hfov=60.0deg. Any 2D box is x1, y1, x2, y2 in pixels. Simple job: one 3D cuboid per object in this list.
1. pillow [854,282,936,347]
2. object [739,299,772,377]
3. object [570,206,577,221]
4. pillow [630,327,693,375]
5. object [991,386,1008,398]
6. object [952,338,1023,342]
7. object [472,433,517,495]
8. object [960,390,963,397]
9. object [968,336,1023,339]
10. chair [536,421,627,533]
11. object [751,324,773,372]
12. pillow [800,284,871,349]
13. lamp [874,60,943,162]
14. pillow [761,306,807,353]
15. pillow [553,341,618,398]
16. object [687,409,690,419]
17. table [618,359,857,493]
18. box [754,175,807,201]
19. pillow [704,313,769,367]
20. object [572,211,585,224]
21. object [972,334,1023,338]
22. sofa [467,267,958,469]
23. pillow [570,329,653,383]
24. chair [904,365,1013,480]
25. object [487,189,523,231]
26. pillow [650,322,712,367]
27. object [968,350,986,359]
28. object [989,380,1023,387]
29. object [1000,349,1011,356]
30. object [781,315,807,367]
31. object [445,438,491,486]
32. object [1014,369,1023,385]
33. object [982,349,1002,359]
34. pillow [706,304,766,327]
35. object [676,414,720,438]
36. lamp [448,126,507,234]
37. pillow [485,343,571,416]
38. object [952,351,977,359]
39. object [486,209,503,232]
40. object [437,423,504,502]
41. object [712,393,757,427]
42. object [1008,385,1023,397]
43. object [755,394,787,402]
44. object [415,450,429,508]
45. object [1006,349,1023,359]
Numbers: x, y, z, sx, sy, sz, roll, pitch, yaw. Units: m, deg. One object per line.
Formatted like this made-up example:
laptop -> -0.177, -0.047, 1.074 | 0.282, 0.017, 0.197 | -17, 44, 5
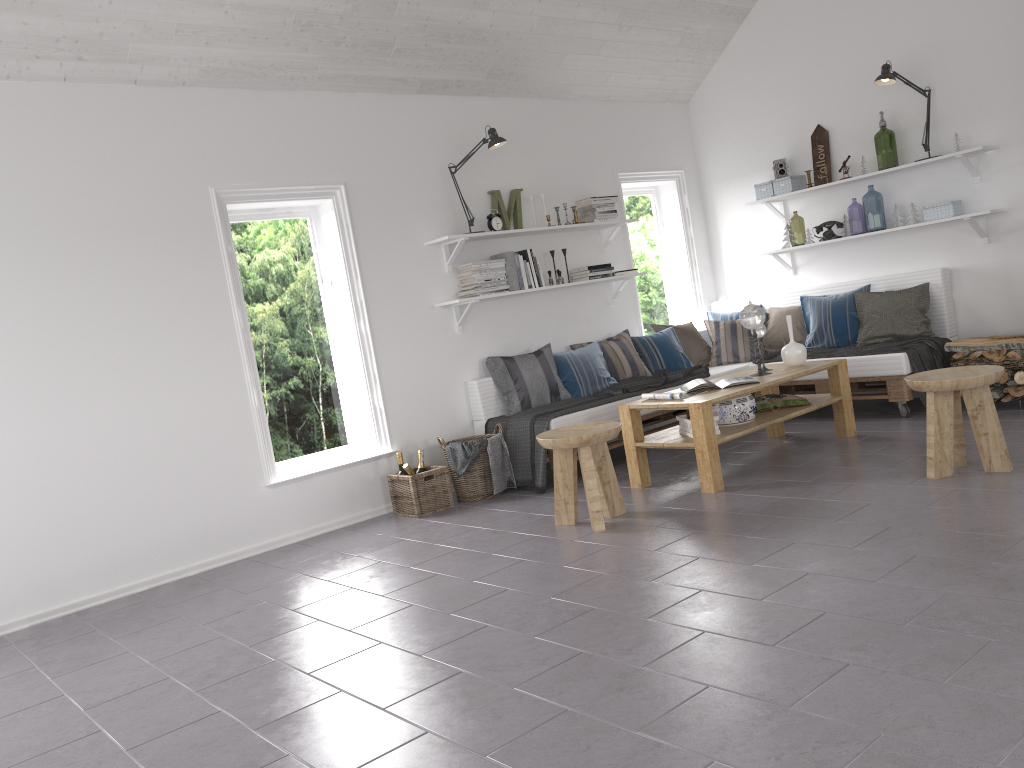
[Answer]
pillow -> 2.677, -0.480, 6.225 | 0.519, 0.395, 0.334 | -7, 5, 29
object -> 1.485, -0.286, 5.416 | 0.155, 0.468, 0.155 | -7, 5, 30
object -> 0.465, -1.243, 6.552 | 0.055, 0.153, 0.055 | -8, 5, 19
pillow -> 1.135, -0.209, 6.812 | 0.523, 0.408, 0.341 | -11, 5, -23
object -> 3.205, 0.013, 5.699 | 0.562, 0.056, 0.097 | -13, 6, -39
object -> 3.100, -0.265, 5.676 | 0.095, 0.074, 0.562 | -13, 6, -38
object -> -0.201, 0.509, 5.579 | 0.349, 0.356, 0.290 | -5, 6, 45
object -> 3.103, 0.013, 5.904 | 0.561, 0.056, 0.052 | -13, 6, -39
object -> 3.186, -0.280, 5.734 | 0.101, 0.070, 0.541 | -13, 6, -38
chair -> 0.372, 0.465, 4.458 | 0.431, 0.479, 0.431 | -13, 6, -41
object -> 1.572, -0.244, 5.603 | 0.109, 0.329, 0.109 | -8, 5, 19
pillow -> 2.393, -0.481, 6.545 | 0.526, 0.428, 0.311 | -7, 5, 30
lamp -> 2.694, -1.851, 6.009 | 0.439, 0.703, 0.196 | -11, 5, -19
pillow -> 2.153, -0.413, 6.872 | 0.366, 0.381, 0.521 | -14, 6, -42
pillow -> 0.490, -0.074, 6.320 | 0.525, 0.401, 0.331 | -11, 5, -20
object -> 1.043, 0.204, 5.044 | 0.090, 0.139, 0.182 | -8, 5, 16
table -> 1.391, 0.221, 5.333 | 1.457, 0.485, 0.607 | -13, 6, -39
box -> 2.131, -1.547, 7.005 | 0.242, 0.131, 0.332 | -13, 6, -39
pillow -> 1.792, -0.343, 7.047 | 0.516, 0.392, 0.358 | -8, 5, 20
object -> 0.468, -1.209, 6.458 | 0.124, 0.100, 0.124 | -11, 5, -16
object -> 3.245, -0.293, 5.794 | 0.095, 0.063, 0.467 | -13, 6, -39
sofa -> 1.437, -0.070, 6.144 | 2.855, 0.932, 2.017 | -13, 6, -39
pillow -> 0.757, -0.161, 6.580 | 0.546, 0.438, 0.316 | -12, 5, -27
chair -> 2.150, 0.182, 4.260 | 0.431, 0.479, 0.431 | -14, 6, -42
object -> -0.037, -1.215, 6.274 | 0.330, 0.311, 0.052 | -13, 6, -39
pillow -> 1.400, -0.309, 7.122 | 0.545, 0.438, 0.334 | -13, 5, -34
object -> 3.103, -0.223, 5.755 | 0.467, 0.060, 0.098 | -13, 6, -36
object -> 3.083, -0.012, 5.638 | 0.095, 0.069, 0.468 | -13, 6, -39
object -> 3.195, -0.228, 5.621 | 0.425, 0.034, 0.044 | -13, 6, -39
object -> 1.759, -0.270, 5.569 | 0.155, 0.325, 0.155 | -8, 5, 21
object -> -0.244, 0.502, 5.537 | 0.303, 0.332, 0.367 | -9, 5, 7
object -> 3.299, -0.102, 5.576 | 0.520, 0.142, 0.118 | -13, 6, -35
object -> 3.159, -0.227, 5.685 | 0.467, 0.068, 0.096 | -13, 6, -39
pillow -> 1.870, -0.418, 7.325 | 0.534, 0.437, 0.287 | -8, 5, 24
object -> 1.045, 0.230, 4.980 | 0.155, 0.102, 0.281 | -10, 5, -6
lamp -> -0.211, -1.356, 5.936 | 0.439, 0.703, 0.196 | -10, 5, -4
pillow -> 0.114, -0.023, 6.070 | 0.534, 0.444, 0.301 | -11, 5, -22
object -> 3.045, -0.220, 5.816 | 0.467, 0.061, 0.098 | -13, 6, -38
object -> -0.118, -1.110, 6.057 | 0.120, 0.165, 0.050 | -13, 6, -39
object -> -0.235, 0.500, 5.608 | 0.393, 0.432, 0.393 | -6, 6, 38
object -> 1.276, 0.149, 5.186 | 0.302, 0.161, 0.302 | -14, 6, -43
object -> 3.280, 0.016, 5.606 | 0.467, 0.060, 0.096 | -13, 6, -39
object -> 1.574, 0.086, 5.444 | 0.176, 0.029, 0.195 | -12, 5, -29
object -> -0.572, 0.597, 5.526 | 0.127, 0.361, 0.094 | -13, 6, -39
object -> 3.246, -0.231, 5.572 | 0.466, 0.088, 0.098 | -13, 6, -38
